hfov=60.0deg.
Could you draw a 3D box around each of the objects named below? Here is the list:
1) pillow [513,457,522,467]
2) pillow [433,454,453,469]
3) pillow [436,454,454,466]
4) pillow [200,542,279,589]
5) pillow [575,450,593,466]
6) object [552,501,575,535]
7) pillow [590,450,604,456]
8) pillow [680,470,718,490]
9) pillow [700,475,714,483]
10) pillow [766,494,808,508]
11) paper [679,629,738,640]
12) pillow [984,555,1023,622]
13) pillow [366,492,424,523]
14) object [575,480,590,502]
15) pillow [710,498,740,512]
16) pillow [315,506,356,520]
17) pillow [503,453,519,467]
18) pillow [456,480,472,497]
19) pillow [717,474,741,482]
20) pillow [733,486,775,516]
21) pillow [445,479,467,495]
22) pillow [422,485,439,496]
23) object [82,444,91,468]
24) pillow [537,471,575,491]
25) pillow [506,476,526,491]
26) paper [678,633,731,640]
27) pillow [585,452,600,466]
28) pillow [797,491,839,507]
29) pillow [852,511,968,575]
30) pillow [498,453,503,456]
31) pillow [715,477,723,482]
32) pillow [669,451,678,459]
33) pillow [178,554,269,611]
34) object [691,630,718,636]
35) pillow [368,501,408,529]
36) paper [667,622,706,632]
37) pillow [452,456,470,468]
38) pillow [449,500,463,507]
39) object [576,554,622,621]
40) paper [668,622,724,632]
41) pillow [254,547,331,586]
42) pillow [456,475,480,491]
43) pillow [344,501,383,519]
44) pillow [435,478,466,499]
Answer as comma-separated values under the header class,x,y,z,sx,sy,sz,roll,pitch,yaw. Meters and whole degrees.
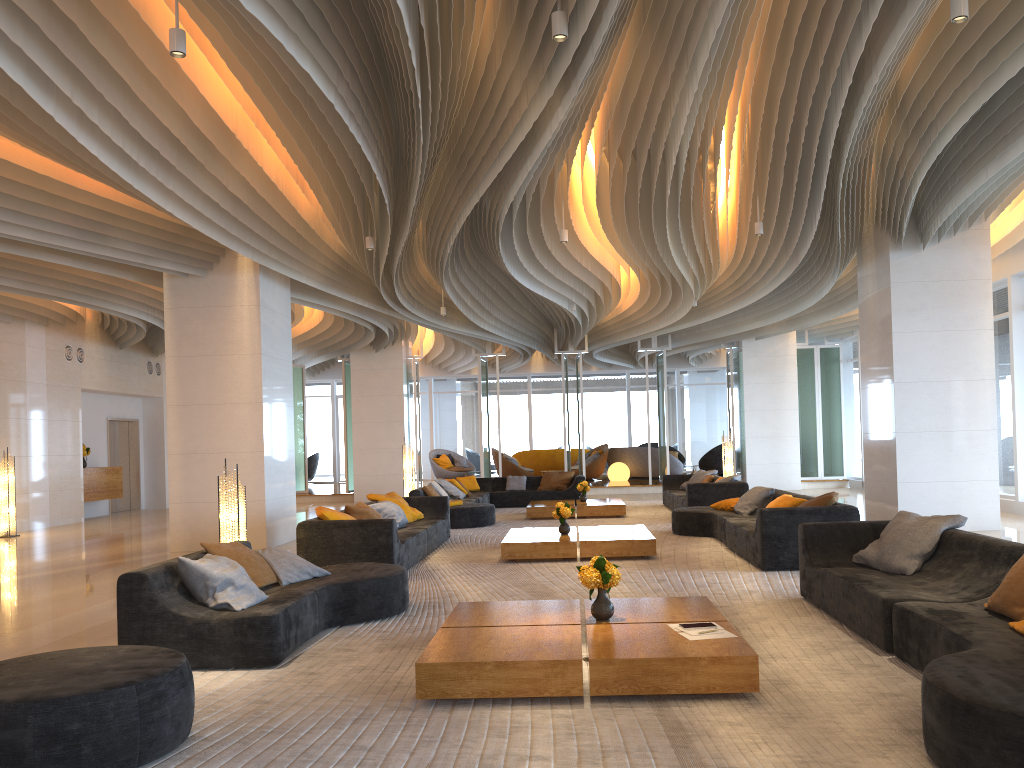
class,x,y,z,sx,sy,sz,roll,pitch,yaw
pillow,0.044,2.119,24.206,0.458,0.408,0.511,-3,-3,25
pillow,-1.995,2.263,25.823,0.467,0.454,0.628,-3,-3,20
pillow,-1.948,2.272,26.228,0.366,0.422,0.616,-3,-3,36
pillow,-1.837,1.255,6.111,0.396,0.391,0.608,-2,-3,6
pillow,2.019,2.065,24.686,0.479,0.454,0.612,0,-3,-36
object,0.570,1.483,9.855,0.233,0.376,0.269,-2,-2,25
pillow,2.321,2.020,24.426,0.376,0.422,0.600,-1,-3,-18
pillow,3.419,1.769,16.321,0.553,0.377,0.633,-1,-3,-19
pillow,3.347,1.741,15.479,0.322,0.312,0.408,-2,-3,1
pillow,2.878,1.391,9.501,0.449,0.393,0.639,-2,-3,3
paper,1.008,1.292,4.571,0.258,0.001,0.185,-1,-4,-11
pillow,2.584,0.993,4.347,0.369,0.373,0.578,-2,-3,2
pillow,-1.470,1.568,11.308,0.540,0.377,0.647,-3,-3,25
object,1.229,1.837,15.248,0.232,0.376,0.270,-3,-2,35
pillow,2.902,1.562,11.444,0.595,0.192,0.442,1,-4,-32
pillow,-1.644,1.395,8.726,0.553,0.377,0.633,-1,-3,-19
pillow,-0.037,2.046,23.524,0.476,0.454,0.616,-1,-3,-15
pillow,-0.967,1.945,16.528,0.335,0.318,0.406,0,-3,-29
pillow,3.244,1.595,13.740,0.540,0.377,0.647,-3,-3,25
pillow,2.971,1.469,10.920,0.461,0.416,0.667,-2,-3,3
pillow,-1.049,1.909,16.374,0.329,0.334,0.417,0,-3,-31
pillow,-1.256,1.780,14.232,0.328,0.311,0.425,-2,-3,5
object,-8.536,1.429,17.676,0.267,0.496,0.235,-1,-1,-10
pillow,0.887,1.953,17.893,0.631,0.377,0.555,-3,-3,25
pillow,0.083,2.005,17.903,0.406,0.312,0.323,-2,-2,5
paper,1.008,1.293,4.571,0.261,0.001,0.189,-1,-4,-10
pillow,2.177,2.043,24.025,0.462,0.408,0.506,-2,-3,5
pillow,2.900,1.254,8.647,0.540,0.377,0.647,-3,-3,25
pillow,2.731,1.086,6.148,0.553,0.377,0.633,-1,-3,-19
pillow,-0.230,2.058,23.875,0.371,0.422,0.607,-2,-3,2
pillow,3.264,1.658,14.253,0.321,0.312,0.409,-2,-3,5
pillow,4.699,2.120,26.225,0.504,0.408,0.464,-2,-2,0
pillow,-1.774,1.202,5.468,0.457,0.344,0.565,-2,-3,1
object,1.000,1.289,4.625,0.182,0.014,0.105,-1,-4,-16
pillow,-1.456,1.564,10.406,0.419,0.376,0.589,-2,-3,5
paper,0.987,1.308,4.780,0.264,0.001,0.196,-1,-4,-6
pillow,-1.538,2.314,26.350,0.511,0.408,0.457,0,-3,-30
pillow,-1.038,1.855,13.911,0.404,0.135,0.423,-4,-5,37
object,0.497,1.153,5.045,0.265,0.376,0.237,-2,-2,5
paper,0.990,1.307,4.775,0.257,0.001,0.185,-1,-4,-5
pillow,-1.636,1.310,6.447,0.464,0.246,0.436,-4,-4,38
pillow,-0.892,2.013,17.928,0.414,0.316,0.337,0,-3,-25
pillow,-1.527,1.456,9.366,0.443,0.409,0.604,-2,-3,5
pillow,-1.116,1.895,16.038,0.547,0.376,0.652,-2,-3,-1
